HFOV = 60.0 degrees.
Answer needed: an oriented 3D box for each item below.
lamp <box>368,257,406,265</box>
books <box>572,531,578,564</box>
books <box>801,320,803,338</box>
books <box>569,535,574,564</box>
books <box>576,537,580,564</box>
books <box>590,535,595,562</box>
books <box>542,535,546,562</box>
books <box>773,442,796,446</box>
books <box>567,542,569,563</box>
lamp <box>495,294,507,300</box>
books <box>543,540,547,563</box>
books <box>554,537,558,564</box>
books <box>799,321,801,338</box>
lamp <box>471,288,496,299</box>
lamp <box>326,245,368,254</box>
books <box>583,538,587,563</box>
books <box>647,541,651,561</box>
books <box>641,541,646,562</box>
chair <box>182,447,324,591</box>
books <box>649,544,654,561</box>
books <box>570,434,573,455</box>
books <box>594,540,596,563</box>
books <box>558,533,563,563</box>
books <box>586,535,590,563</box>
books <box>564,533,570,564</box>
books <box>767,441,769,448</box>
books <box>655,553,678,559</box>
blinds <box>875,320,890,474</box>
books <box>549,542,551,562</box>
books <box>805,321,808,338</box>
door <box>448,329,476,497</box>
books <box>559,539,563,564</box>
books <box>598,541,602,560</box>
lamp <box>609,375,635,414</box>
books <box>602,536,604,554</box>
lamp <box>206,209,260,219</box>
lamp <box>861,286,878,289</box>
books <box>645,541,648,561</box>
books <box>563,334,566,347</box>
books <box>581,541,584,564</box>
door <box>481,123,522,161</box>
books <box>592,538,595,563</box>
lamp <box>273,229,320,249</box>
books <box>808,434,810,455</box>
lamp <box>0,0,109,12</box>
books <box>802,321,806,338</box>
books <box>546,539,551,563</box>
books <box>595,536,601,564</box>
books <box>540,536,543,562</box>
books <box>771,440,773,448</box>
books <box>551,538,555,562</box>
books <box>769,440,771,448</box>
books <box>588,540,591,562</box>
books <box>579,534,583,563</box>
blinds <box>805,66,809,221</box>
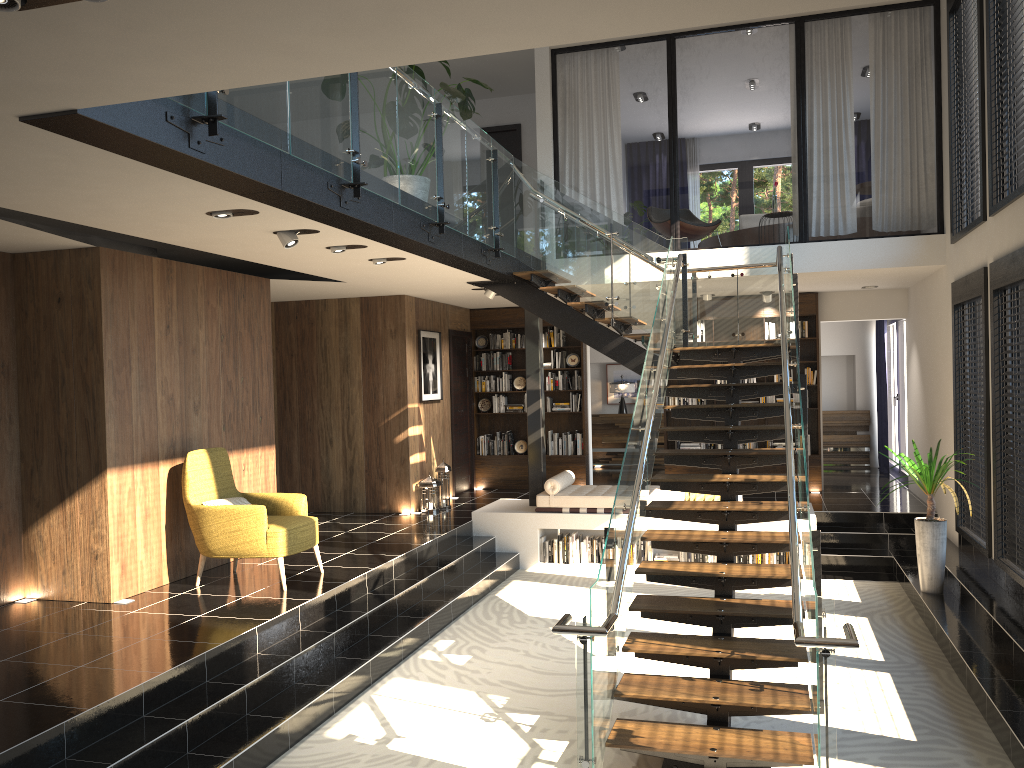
[{"bbox_3d":[-1.092,-1.135,7.747,0.346,0.177,0.195,-1,1,16],"label":"lamp"},{"bbox_3d":[0.725,1.857,10.078,0.051,0.338,0.187,-1,1,16],"label":"books"},{"bbox_3d":[3.934,-0.740,12.054,0.023,0.238,0.178,-1,1,16],"label":"books"},{"bbox_3d":[0.683,1.873,10.070,0.028,0.309,0.211,-1,1,16],"label":"books"},{"bbox_3d":[0.763,1.884,10.068,0.025,0.282,0.149,-1,1,16],"label":"books"},{"bbox_3d":[0.922,1.879,10.113,0.025,0.285,0.137,-1,1,16],"label":"books"},{"bbox_3d":[0.371,1.892,10.186,0.024,0.286,0.130,-1,1,16],"label":"books"},{"bbox_3d":[3.724,0.819,12.111,0.288,0.030,0.175,-1,0,20],"label":"books"},{"bbox_3d":[0.664,1.909,10.102,0.029,0.237,0.146,-1,1,16],"label":"books"},{"bbox_3d":[-0.097,-1.147,11.176,0.346,0.231,0.195,-1,1,16],"label":"lamp"},{"bbox_3d":[0.391,1.920,10.166,0.024,0.229,0.171,-1,1,16],"label":"books"},{"bbox_3d":[0.520,1.895,10.125,0.035,0.273,0.200,-1,1,16],"label":"books"},{"bbox_3d":[3.907,-0.735,12.057,0.030,0.231,0.176,-1,1,16],"label":"books"},{"bbox_3d":[-0.311,-1.123,10.433,0.346,0.263,0.195,-1,1,16],"label":"lamp"},{"bbox_3d":[-1.307,-1.127,7.002,0.346,0.177,0.195,-1,1,16],"label":"lamp"},{"bbox_3d":[0.839,1.888,10.067,0.021,0.271,0.148,-1,1,16],"label":"books"},{"bbox_3d":[1.537,1.878,9.912,0.020,0.257,0.154,-1,1,16],"label":"books"},{"bbox_3d":[1.472,1.866,9.940,0.030,0.284,0.176,-1,1,16],"label":"books"},{"bbox_3d":[-2.173,1.086,7.411,1.031,1.098,0.807,-1,1,15],"label":"chair"},{"bbox_3d":[1.562,1.897,9.906,0.030,0.218,0.186,-1,1,16],"label":"books"},{"bbox_3d":[0.870,0.883,12.974,0.011,0.300,0.153,-1,1,16],"label":"books"},{"bbox_3d":[0.957,1.890,10.070,0.019,0.261,0.182,-1,1,16],"label":"books"},{"bbox_3d":[0.557,1.873,10.142,0.029,0.314,0.163,-1,1,16],"label":"books"},{"bbox_3d":[0.864,1.875,10.083,0.020,0.295,0.102,-1,1,16],"label":"books"},{"bbox_3d":[0.629,1.868,10.088,0.030,0.322,0.202,-1,1,16],"label":"books"},{"bbox_3d":[3.522,0.838,12.180,0.024,0.264,0.174,-1,1,16],"label":"books"},{"bbox_3d":[1.726,1.916,9.877,0.249,0.026,0.148,-1,0,14],"label":"books"},{"bbox_3d":[5.952,0.082,14.304,0.161,2.771,1.080,-1,1,15],"label":"blinds"},{"bbox_3d":[0.451,1.927,10.181,0.029,0.211,0.130,-1,1,16],"label":"books"},{"bbox_3d":[3.987,-0.735,12.016,0.028,0.227,0.165,-1,1,16],"label":"books"},{"bbox_3d":[-0.748,0.410,12.794,0.104,2.348,0.931,-1,1,16],"label":"door"},{"bbox_3d":[0.575,1.903,10.100,0.027,0.254,0.204,-1,1,16],"label":"books"},{"bbox_3d":[1.019,1.902,10.058,0.050,0.234,0.149,-1,1,16],"label":"books"},{"bbox_3d":[2.015,0.192,16.178,0.470,0.726,0.470,-1,1,9],"label":"lamp"},{"bbox_3d":[1.052,1.869,10.023,0.033,0.299,0.195,-1,1,16],"label":"books"},{"bbox_3d":[-1.739,-1.119,5.512,0.346,0.158,0.195,-1,1,16],"label":"lamp"},{"bbox_3d":[4.613,-1.305,11.439,0.195,0.158,0.346,-1,0,16],"label":"lamp"},{"bbox_3d":[1.514,1.881,9.946,0.045,0.252,0.142,-1,1,16],"label":"books"},{"bbox_3d":[0.769,-0.640,13.005,0.022,0.195,0.135,-1,1,16],"label":"books"},{"bbox_3d":[0.811,1.904,10.062,0.029,0.240,0.165,-1,1,16],"label":"books"},{"bbox_3d":[-0.279,-2.617,13.133,0.931,2.348,0.104,-1,1,16],"label":"door"},{"bbox_3d":[0.941,1.892,10.092,0.023,0.260,0.133,-1,1,16],"label":"books"},{"bbox_3d":[-1.522,-1.083,6.258,0.346,0.247,0.195,-1,1,16],"label":"lamp"},{"bbox_3d":[4.021,0.821,12.014,0.025,0.274,0.204,-1,1,16],"label":"books"},{"bbox_3d":[-1.282,-1.118,2.303,0.501,0.195,0.349,-1,0,16],"label":"lamp"},{"bbox_3d":[3.951,-0.735,12.007,0.036,0.228,0.198,-1,1,16],"label":"books"},{"bbox_3d":[0.416,1.914,10.162,0.027,0.241,0.150,-1,1,16],"label":"books"},{"bbox_3d":[0.977,1.879,10.055,0.028,0.282,0.172,-1,1,16],"label":"books"},{"bbox_3d":[0.352,1.900,10.208,0.025,0.270,0.156,-1,1,16],"label":"books"},{"bbox_3d":[3.565,0.850,12.146,0.026,0.238,0.159,-1,1,16],"label":"books"},{"bbox_3d":[0.480,1.904,10.175,0.030,0.256,0.145,-1,1,16],"label":"books"},{"bbox_3d":[3.543,0.870,12.161,0.025,0.199,0.149,-1,1,16],"label":"books"},{"bbox_3d":[0.898,1.899,10.122,0.026,0.247,0.149,-1,1,16],"label":"books"},{"bbox_3d":[0.787,1.868,10.070,0.021,0.313,0.139,-1,1,16],"label":"books"},{"bbox_3d":[3.410,-2.975,9.745,0.670,2.699,0.134,-1,1,17],"label":"blinds"}]
